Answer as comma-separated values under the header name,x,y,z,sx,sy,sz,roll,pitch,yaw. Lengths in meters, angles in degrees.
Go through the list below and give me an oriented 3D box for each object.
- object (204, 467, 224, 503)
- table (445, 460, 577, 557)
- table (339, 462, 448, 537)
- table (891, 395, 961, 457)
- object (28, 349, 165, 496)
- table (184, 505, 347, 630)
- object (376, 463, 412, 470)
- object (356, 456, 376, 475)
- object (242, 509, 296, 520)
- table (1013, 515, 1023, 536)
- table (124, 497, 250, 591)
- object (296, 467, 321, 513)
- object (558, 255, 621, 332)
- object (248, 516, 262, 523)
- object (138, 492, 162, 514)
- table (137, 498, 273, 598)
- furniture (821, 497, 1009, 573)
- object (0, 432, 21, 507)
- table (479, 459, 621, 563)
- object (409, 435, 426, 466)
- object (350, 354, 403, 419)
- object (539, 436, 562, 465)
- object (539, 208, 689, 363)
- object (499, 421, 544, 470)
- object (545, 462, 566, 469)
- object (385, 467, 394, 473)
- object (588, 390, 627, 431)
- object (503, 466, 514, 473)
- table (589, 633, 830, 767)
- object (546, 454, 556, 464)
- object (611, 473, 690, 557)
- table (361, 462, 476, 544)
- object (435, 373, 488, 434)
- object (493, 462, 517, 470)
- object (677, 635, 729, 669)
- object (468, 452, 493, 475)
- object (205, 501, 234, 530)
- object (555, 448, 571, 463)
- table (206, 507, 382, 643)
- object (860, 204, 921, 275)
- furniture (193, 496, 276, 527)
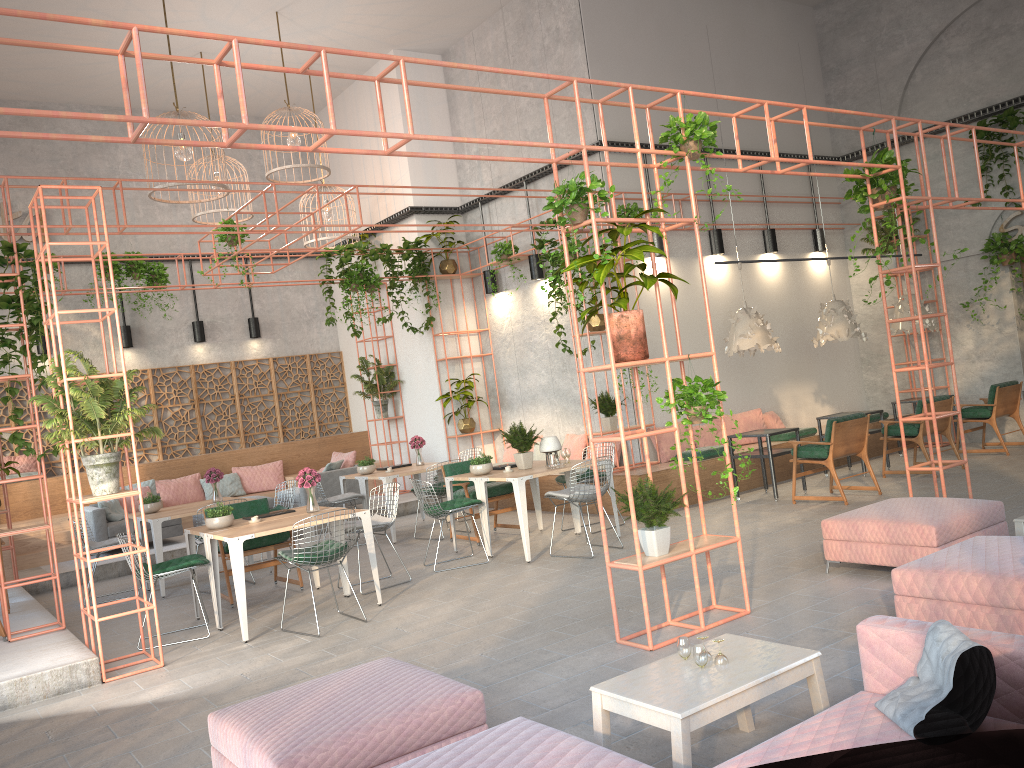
name,x,y,z,sx,sy,sz,roll,pitch,yaw
object,-3.499,1.188,10.446,0.225,0.414,0.213,-7,-1,-43
table,-0.001,1.341,9.751,1.205,0.830,0.694,-7,0,-35
table,-1.602,1.572,12.064,1.205,0.830,0.694,-7,0,-35
table,5.922,0.603,12.691,0.602,0.798,0.635,-7,0,-35
object,-3.133,0.284,6.654,0.900,1.100,0.894,-8,0,-6
table,-2.252,1.644,8.141,1.205,0.830,0.694,-7,0,-35
object,-1.623,1.142,12.212,0.427,0.031,0.268,-7,0,-35
object,-1.934,1.072,11.741,0.254,0.247,0.248,-7,0,-35
object,-2.271,1.226,8.289,0.427,0.031,0.268,-7,0,-35
table,3.700,1.022,5.669,0.916,0.455,0.520,-7,0,-35
table,-3.826,1.858,10.496,1.205,0.830,0.694,-7,0,-35
object,-1.834,0.960,8.044,0.225,0.414,0.213,-7,-1,-43
object,0.995,-1.124,11.105,0.903,0.947,0.934,-8,0,17
object,-2.284,1.201,7.876,0.115,0.073,0.115,-7,-1,-41
object,-4.156,1.359,10.175,0.252,0.247,0.247,-7,0,-35
table,-3.428,1.801,9.930,1.214,0.830,0.694,-7,0,-35
furniture,2.998,1.124,6.615,0.976,0.446,0.941,-7,0,-35
object,-6.126,1.033,10.156,0.903,0.923,0.934,-8,0,22
table,0.397,1.284,9.182,1.214,0.830,0.694,-7,0,-35
object,-1.271,0.901,12.016,0.225,0.414,0.213,-7,-1,-43
object,-2.287,0.040,15.079,0.900,1.097,0.894,-8,0,-6
object,0.416,0.717,9.500,0.241,0.313,0.241,-8,0,10
object,0.655,-0.608,5.617,0.924,0.946,0.923,-8,0,21
object,0.088,0.641,9.413,0.368,0.527,0.438,-7,0,-35
object,0.447,0.834,9.044,0.218,0.041,0.218,-7,0,-27
object,-1.593,1.114,11.540,0.115,0.078,0.115,-7,0,-29
object,1.198,0.330,11.226,0.368,0.527,0.438,-7,0,-35
object,-0.042,0.890,9.299,0.115,0.078,0.115,-7,0,-29
table,0.828,1.396,3.643,0.916,0.455,0.520,-7,0,-35
object,0.414,0.800,9.284,0.095,0.119,0.095,-8,0,-11
object,0.882,0.841,5.716,0.368,0.527,0.438,-7,0,-35
table,-1.204,1.514,11.496,1.214,0.830,0.694,-7,0,-35
object,-0.807,0.321,13.971,0.903,0.919,0.934,-8,0,27
object,-0.022,0.911,9.899,0.427,0.031,0.268,-7,0,-35
object,0.801,1.147,3.732,0.156,0.145,0.199,-7,0,-20
object,-0.332,0.841,9.428,0.254,0.247,0.248,-7,0,-35
object,-2.581,1.156,7.819,0.252,0.247,0.247,-7,0,-35
object,0.566,0.768,9.436,0.165,0.154,0.210,-8,-1,45
table,-1.853,1.586,7.572,1.214,0.830,0.694,-7,0,-35
object,5.815,-2.238,13.614,0.894,1.101,0.900,-8,0,24
furniture,-4.054,1.909,12.943,0.975,0.446,0.941,-7,0,-35
